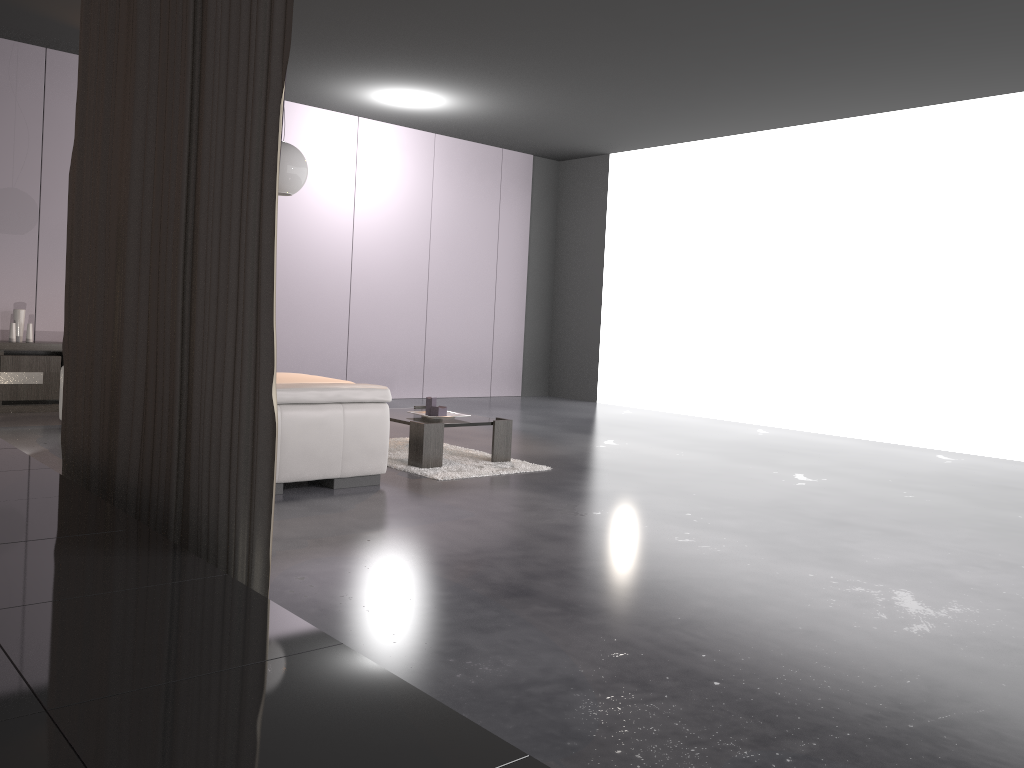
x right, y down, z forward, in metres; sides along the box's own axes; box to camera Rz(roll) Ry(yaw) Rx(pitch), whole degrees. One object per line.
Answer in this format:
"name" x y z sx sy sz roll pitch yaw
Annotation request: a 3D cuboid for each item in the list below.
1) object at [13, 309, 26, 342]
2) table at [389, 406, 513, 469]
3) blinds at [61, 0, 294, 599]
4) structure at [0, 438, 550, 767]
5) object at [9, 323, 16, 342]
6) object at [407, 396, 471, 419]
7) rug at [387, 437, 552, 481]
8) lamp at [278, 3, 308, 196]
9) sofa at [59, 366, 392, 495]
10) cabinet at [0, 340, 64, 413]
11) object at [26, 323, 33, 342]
"object" -4.008 -0.477 7.197 0.089 0.263 0.089 3 1 10
"table" -0.561 0.331 5.841 0.700 0.270 0.907 0 5 -41
"blinds" -0.953 -0.837 2.799 0.248 2.993 3.295 2 3 -41
"structure" -1.877 0.478 2.674 1.000 0.300 8.791 0 5 -41
"object" -3.999 -0.413 7.093 0.051 0.152 0.051 4 2 27
"object" -0.474 0.148 5.751 0.304 0.136 0.305 0 4 -36
"rug" -0.565 0.470 5.827 0.916 0.023 1.530 -1 5 -41
"lamp" -1.267 -1.767 4.937 0.307 1.413 0.307 3 1 17
"sofa" -1.584 -0.003 5.828 1.867 0.857 2.868 0 5 -41
"cabinet" -4.111 -0.061 7.039 1.072 0.554 0.378 0 3 -41
"object" -3.907 -0.414 7.172 0.051 0.152 0.051 4 2 27
